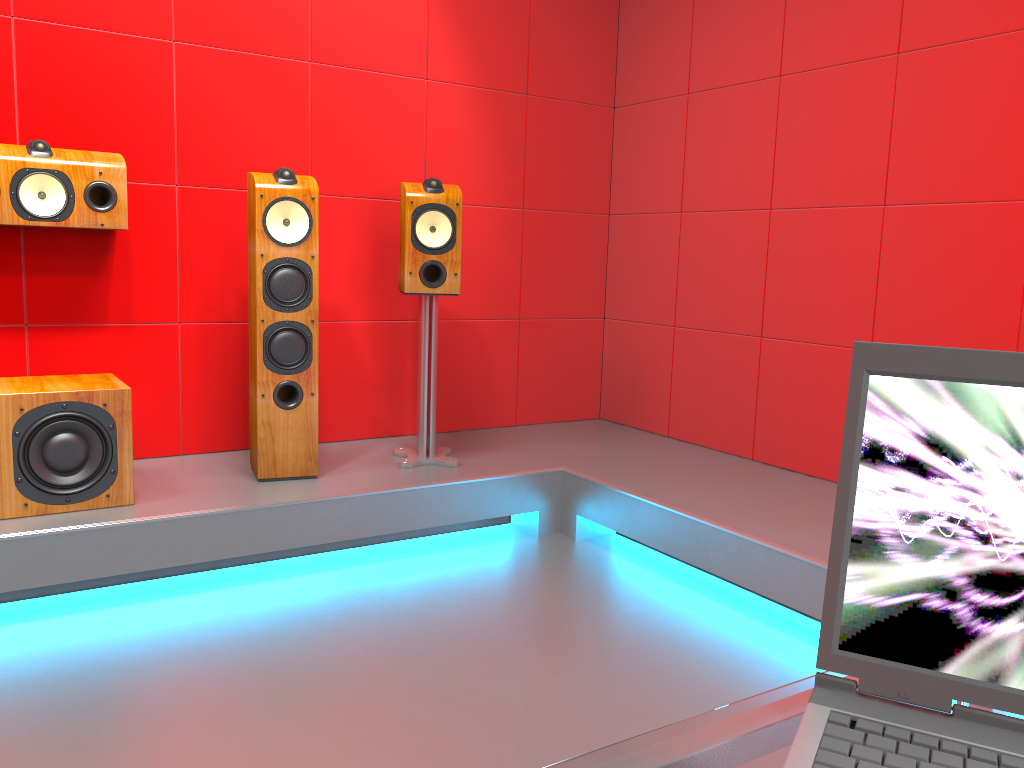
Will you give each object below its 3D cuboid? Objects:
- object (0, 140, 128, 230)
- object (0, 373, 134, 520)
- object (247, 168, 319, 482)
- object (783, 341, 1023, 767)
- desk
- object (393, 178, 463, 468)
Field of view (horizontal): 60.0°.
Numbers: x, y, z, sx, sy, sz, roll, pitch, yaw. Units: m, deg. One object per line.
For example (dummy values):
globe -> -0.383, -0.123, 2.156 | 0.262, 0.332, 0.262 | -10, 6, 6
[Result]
object -> -1.532, -0.647, 2.873 | 0.493, 0.271, 0.235 | -3, 10, -32
object -> -1.384, 0.175, 2.714 | 0.360, 0.360, 0.360 | -3, 10, -32
object -> -0.791, -0.205, 3.065 | 0.203, 1.052, 0.238 | -1, 9, -23
object -> 0.347, 0.140, 0.515 | 0.342, 0.285, 0.340 | 6, 9, 27
desk -> -0.050, 0.652, 0.292 | 1.617, 0.690, 0.594 | -3, 10, -32
object -> -0.316, -0.231, 3.341 | 0.231, 1.058, 0.265 | 0, 8, -13
